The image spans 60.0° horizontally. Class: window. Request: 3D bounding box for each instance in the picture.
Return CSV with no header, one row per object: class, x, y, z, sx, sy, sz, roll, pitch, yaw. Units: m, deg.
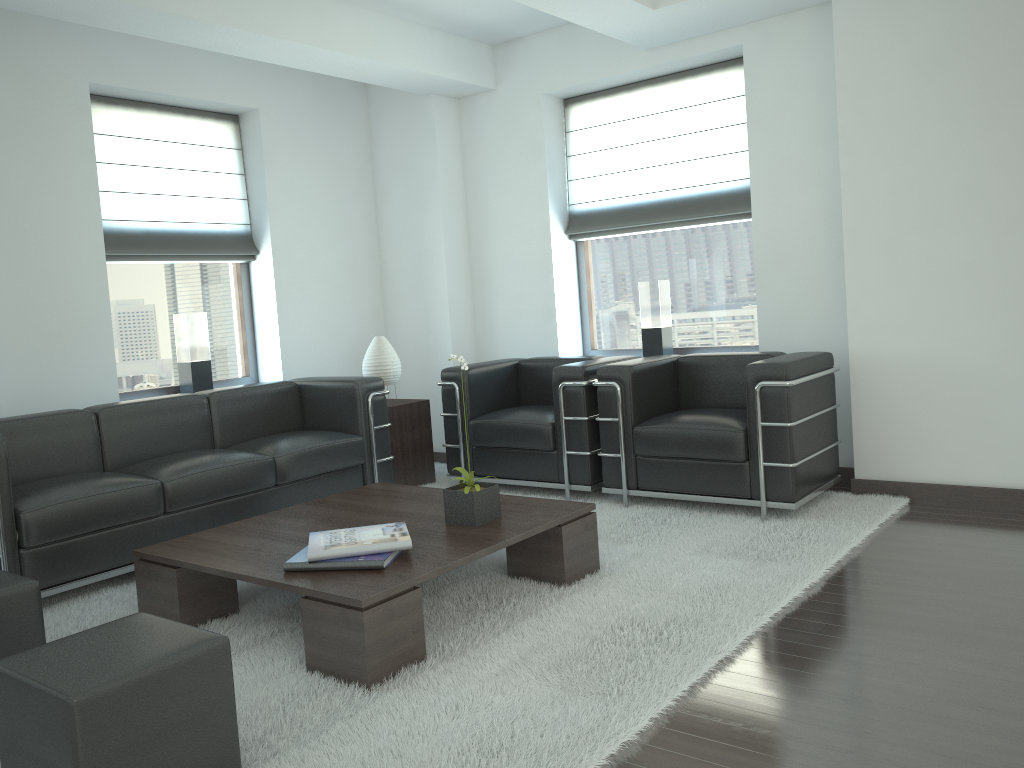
window,-3.263,-1.245,8.387,0.146,2.727,1.704,-1,5,38
window,1.549,-1.619,8.748,2.131,2.727,0.146,-1,5,38

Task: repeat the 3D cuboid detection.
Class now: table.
table,-0.818,1.063,5.282,1.920,0.440,1.941,0,6,38
table,-1.235,0.598,8.607,0.786,0.843,0.527,-1,5,38

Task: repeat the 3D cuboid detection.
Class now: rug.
rug,-0.922,1.211,5.832,5.167,0.110,6.268,0,7,38

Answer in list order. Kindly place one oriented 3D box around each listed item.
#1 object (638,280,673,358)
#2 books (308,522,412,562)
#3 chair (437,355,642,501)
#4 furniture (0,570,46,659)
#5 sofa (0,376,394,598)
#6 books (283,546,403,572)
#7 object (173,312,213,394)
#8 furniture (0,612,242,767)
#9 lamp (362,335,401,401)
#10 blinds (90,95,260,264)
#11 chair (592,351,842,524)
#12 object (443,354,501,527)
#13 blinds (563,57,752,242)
object,1.396,-0.611,8.586,0.243,0.775,0.239,-1,5,38
books,-0.805,0.829,4.670,0.518,0.045,0.447,-5,5,-11
chair,0.290,0.369,8.047,1.645,1.168,1.126,0,6,38
furniture,-2.549,1.216,4.038,0.602,0.578,0.589,-1,5,38
sofa,-2.473,0.694,6.630,1.123,1.168,3.485,-1,6,38
books,-0.853,0.884,4.599,0.518,0.045,0.447,-3,5,9
object,-2.990,-0.276,8.322,0.243,0.775,0.239,-1,5,38
furniture,-1.393,1.216,3.142,0.602,0.578,0.589,-1,5,38
lamp,-1.250,-0.142,8.514,0.375,0.653,0.375,-6,4,-23
blinds,-3.177,-1.870,8.257,0.222,1.473,1.690,-1,5,38
chair,1.617,0.369,7.009,1.645,1.168,1.126,0,6,38
object,-0.281,0.314,5.198,0.335,0.990,0.253,-1,4,38
blinds,1.404,-2.223,8.577,2.122,1.473,0.223,0,5,38
